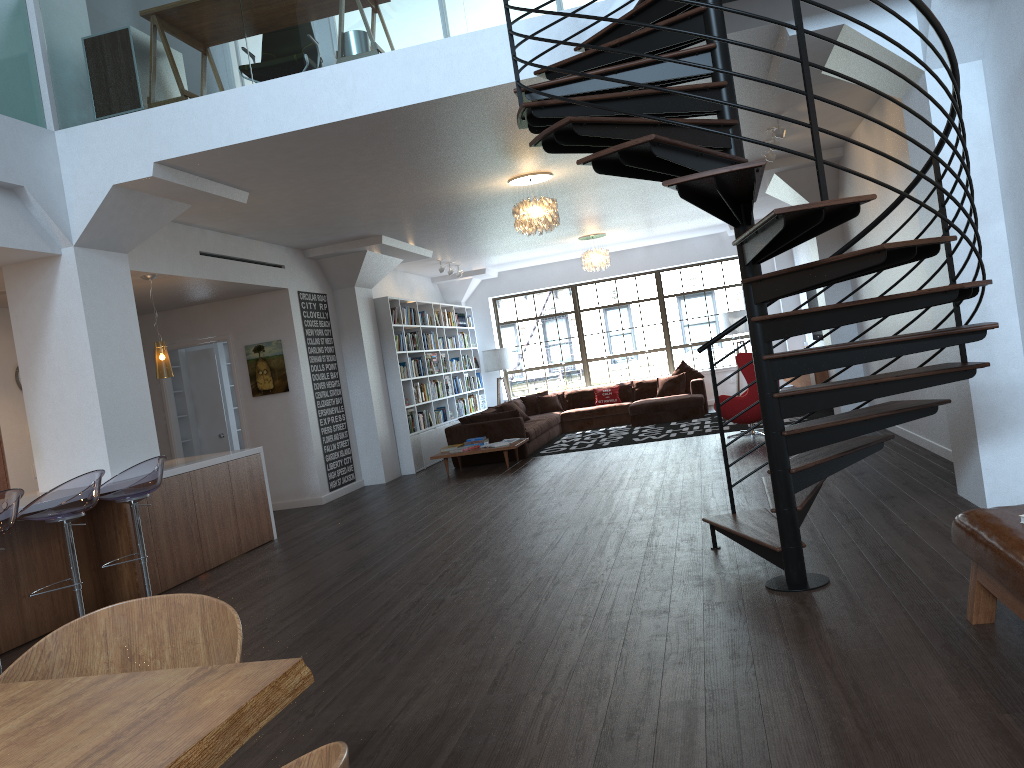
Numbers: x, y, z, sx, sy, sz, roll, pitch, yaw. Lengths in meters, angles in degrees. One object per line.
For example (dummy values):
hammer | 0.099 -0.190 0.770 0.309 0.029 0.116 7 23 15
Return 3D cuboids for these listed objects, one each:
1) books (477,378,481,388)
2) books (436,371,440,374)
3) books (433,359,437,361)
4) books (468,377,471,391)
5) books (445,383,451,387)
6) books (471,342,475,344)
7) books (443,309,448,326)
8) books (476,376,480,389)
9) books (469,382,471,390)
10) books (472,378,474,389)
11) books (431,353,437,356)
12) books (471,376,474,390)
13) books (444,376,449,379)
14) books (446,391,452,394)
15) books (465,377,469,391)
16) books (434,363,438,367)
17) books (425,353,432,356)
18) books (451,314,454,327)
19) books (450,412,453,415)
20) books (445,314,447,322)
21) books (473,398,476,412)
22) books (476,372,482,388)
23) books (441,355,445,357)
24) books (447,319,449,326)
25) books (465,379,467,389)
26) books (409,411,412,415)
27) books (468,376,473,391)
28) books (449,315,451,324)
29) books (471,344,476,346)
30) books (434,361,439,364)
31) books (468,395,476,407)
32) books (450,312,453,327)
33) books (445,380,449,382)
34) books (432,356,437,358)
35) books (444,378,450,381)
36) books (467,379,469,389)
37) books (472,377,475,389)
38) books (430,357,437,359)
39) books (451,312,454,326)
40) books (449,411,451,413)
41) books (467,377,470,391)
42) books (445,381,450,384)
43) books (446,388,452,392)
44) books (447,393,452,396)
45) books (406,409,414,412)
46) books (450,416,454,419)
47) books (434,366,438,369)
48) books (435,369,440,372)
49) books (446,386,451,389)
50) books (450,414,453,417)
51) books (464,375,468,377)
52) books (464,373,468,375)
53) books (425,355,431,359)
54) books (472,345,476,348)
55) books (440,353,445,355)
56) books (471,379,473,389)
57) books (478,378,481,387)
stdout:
books | -0.673 -0.011 16.141 0.161 0.213 0.118 -8 1 12
books | -1.230 -0.164 13.782 0.171 0.039 0.246 -8 1 12
books | -1.271 -0.362 13.790 0.161 0.033 0.223 -8 1 12
books | -0.825 0.009 15.484 0.171 0.246 0.036 -8 1 12
books | -1.120 0.027 14.234 0.253 0.040 0.183 -8 1 12
books | -0.826 -0.726 16.101 0.174 0.032 0.254 -10 2 -43
books | -1.161 -1.080 14.708 0.176 0.290 0.053 -8 1 12
books | -0.694 -0.017 16.043 0.172 0.235 0.112 -8 1 12
books | -0.820 0.005 15.520 0.160 0.251 0.036 -8 1 12
books | -0.762 0.014 15.734 0.161 0.221 0.035 -9 1 12
books | -1.269 -0.452 13.796 0.129 0.043 0.185 -8 1 27
books | -0.780 -0.005 15.700 0.160 0.251 0.039 -8 1 12
books | -1.123 -0.094 14.221 0.185 0.041 0.129 -8 1 27
books | -1.108 0.148 14.236 0.251 0.037 0.160 -8 1 17
books | -0.855 0.014 15.312 0.174 0.251 0.051 -8 1 12
books | -1.260 -0.284 13.790 0.168 0.045 0.231 -9 1 7
books | -1.343 -0.434 13.373 0.223 0.027 0.161 -8 1 22
books | -1.096 -1.071 15.017 0.174 0.240 0.045 -8 1 12
books | -1.098 0.491 14.222 0.254 0.032 0.174 -8 1 17
books | -1.162 -1.045 14.669 0.161 0.223 0.027 -8 1 12
books | -0.744 0.376 15.608 0.189 0.247 0.057 -8 1 12
books | -0.651 -0.057 16.290 0.176 0.290 0.053 -8 1 12
books | -1.195 -0.425 14.120 0.223 0.031 0.161 -8 1 12
books | -1.147 -1.049 14.748 0.161 0.223 0.026 -8 1 12
books | -0.862 0.031 15.273 0.161 0.223 0.030 -8 1 12
books | -1.479 0.410 12.212 0.174 0.045 0.240 -9 1 2
books | -0.800 -0.001 15.601 0.183 0.253 0.042 -8 1 12
books | -1.121 -1.060 14.879 0.168 0.231 0.037 -8 1 12
books | -0.822 -0.694 16.107 0.284 0.033 0.197 -8 1 27
books | -1.260 -0.327 13.783 0.183 0.042 0.253 -8 1 12
books | -0.720 0.345 15.653 0.140 0.298 0.044 -8 1 12
books | -1.101 -1.075 14.944 0.183 0.253 0.034 -8 1 12
books | -1.102 -0.039 14.219 0.161 0.026 0.223 -9 1 2
books | -1.269 -0.418 13.802 0.144 0.024 0.208 -8 1 17
books | -1.113 -0.063 14.228 0.208 0.024 0.144 -8 1 17
books | -0.834 0.024 15.381 0.161 0.223 0.030 -8 1 12
books | -0.753 0.000 15.821 0.168 0.228 0.139 -8 1 12
books | -1.284 -0.389 13.816 0.223 0.027 0.161 -9 1 2
books | -1.082 -1.079 15.049 0.160 0.250 0.026 -8 1 12
books | -1.099 0.462 14.219 0.204 0.025 0.144 -8 1 12
books | -0.843 0.011 15.417 0.183 0.253 0.039 -8 1 12
books | -1.118 -0.008 14.239 0.223 0.032 0.161 -8 1 12
books | -1.113 0.110 14.259 0.259 0.040 0.180 -8 1 12
books | -1.100 0.185 14.233 0.246 0.038 0.171 -8 1 12
books | -1.481 0.374 12.188 0.223 0.027 0.161 -8 1 22
books | -1.084 0.557 14.220 0.284 0.035 0.197 -8 1 12
books | -1.270 -0.238 13.780 0.180 0.042 0.259 -8 1 12
books | -1.239 -0.202 13.780 0.160 0.039 0.251 -8 1 17
books | -1.108 0.066 14.242 0.231 0.044 0.168 -9 1 7
books | -1.090 0.523 14.219 0.284 0.033 0.197 -9 1 -3
books | -0.888 -0.122 15.320 0.223 0.031 0.161 -8 1 12
books | -0.891 -0.152 15.327 0.224 0.030 0.161 -8 1 22
books | -1.341 -0.397 13.397 0.174 0.045 0.240 -9 1 12
books | -0.817 -0.660 16.108 0.284 0.035 0.197 -8 2 42
books | -1.198 -0.454 14.127 0.224 0.030 0.161 -8 1 22
books | -0.779 0.010 15.664 0.161 0.223 0.032 -8 1 12
books | -0.667 -0.011 16.192 0.161 0.213 0.146 -8 1 12
